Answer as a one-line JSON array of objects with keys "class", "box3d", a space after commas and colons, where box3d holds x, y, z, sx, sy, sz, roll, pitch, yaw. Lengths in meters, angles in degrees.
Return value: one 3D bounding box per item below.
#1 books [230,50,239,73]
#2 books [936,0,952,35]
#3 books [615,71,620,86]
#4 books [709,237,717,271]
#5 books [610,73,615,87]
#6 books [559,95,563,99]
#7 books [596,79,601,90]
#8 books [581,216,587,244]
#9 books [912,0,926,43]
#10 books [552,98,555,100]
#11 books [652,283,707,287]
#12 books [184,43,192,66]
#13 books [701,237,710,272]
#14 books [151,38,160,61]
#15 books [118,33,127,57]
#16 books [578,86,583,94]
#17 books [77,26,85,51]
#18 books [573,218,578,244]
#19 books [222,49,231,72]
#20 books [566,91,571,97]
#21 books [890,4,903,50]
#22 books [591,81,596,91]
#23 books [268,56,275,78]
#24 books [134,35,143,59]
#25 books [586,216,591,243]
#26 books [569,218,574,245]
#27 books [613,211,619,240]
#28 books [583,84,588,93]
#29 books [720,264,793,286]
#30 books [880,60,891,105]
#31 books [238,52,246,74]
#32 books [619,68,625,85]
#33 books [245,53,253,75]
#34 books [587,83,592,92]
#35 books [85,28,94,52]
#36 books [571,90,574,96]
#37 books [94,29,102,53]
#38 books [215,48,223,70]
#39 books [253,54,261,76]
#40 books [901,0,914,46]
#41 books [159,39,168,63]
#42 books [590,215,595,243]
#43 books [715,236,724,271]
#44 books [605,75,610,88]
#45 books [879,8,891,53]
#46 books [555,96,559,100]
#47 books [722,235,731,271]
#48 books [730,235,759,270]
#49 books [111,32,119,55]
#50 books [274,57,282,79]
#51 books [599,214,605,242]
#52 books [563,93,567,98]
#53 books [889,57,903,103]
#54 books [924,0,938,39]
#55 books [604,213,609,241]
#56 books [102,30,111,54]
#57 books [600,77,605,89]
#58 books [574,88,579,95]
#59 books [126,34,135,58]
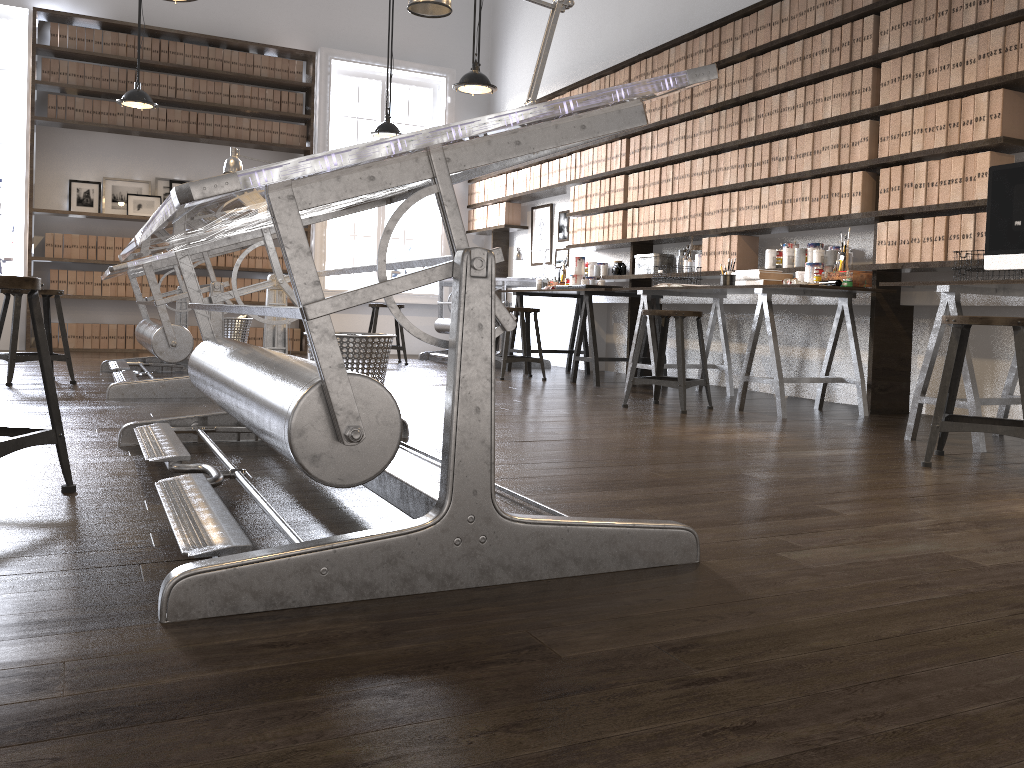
[{"class": "books", "box3d": [-2.707, -3.103, 8.604, 0.066, 0.225, 0.175, 1, 3, -26]}, {"class": "books", "box3d": [2.158, -1.795, 4.315, 0.174, 0.225, 0.067, 1, 2, -26]}, {"class": "books", "box3d": [0.896, -2.324, 6.943, 0.174, 0.225, 0.067, 1, 2, -26]}, {"class": "books", "box3d": [1.393, -0.853, 5.856, 0.174, 0.225, 0.067, 1, 2, -26]}, {"class": "books", "box3d": [0.864, -2.330, 7.005, 0.174, 0.225, 0.067, 1, 2, -26]}, {"class": "books", "box3d": [0.502, -2.402, 7.754, 0.174, 0.225, 0.067, 1, 2, -26]}, {"class": "books", "box3d": [0.768, -2.349, 7.192, 0.174, 0.225, 0.067, 1, 2, -26]}, {"class": "books", "box3d": [0.668, -1.271, 7.354, 0.174, 0.225, 0.067, 1, 2, -26]}, {"class": "books", "box3d": [2.100, -1.807, 4.442, 0.174, 0.225, 0.067, 1, 2, -26]}, {"class": "books", "box3d": [0.441, -2.415, 7.882, 0.174, 0.225, 0.067, 1, 2, -26]}, {"class": "books", "box3d": [1.057, -0.594, 5.392, 0.256, 0.029, 0.355, 0, 5, -26]}, {"class": "books", "box3d": [-3.087, -3.102, 8.419, 0.066, 0.225, 0.175, 1, 3, -26]}, {"class": "books", "box3d": [1.358, -0.859, 5.914, 0.174, 0.225, 0.067, 1, 2, -26]}, {"class": "books", "box3d": [-3.347, -3.101, 8.297, 0.066, 0.225, 0.175, 1, 3, -26]}, {"class": "books", "box3d": [-3.596, -3.099, 8.169, 0.067, 0.225, 0.175, 1, 3, -26]}, {"class": "books", "box3d": [0.646, -2.373, 7.446, 0.174, 0.225, 0.067, 1, 2, -26]}, {"class": "books", "box3d": [-3.907, -3.099, 8.025, 0.066, 0.225, 0.175, 1, 3, -26]}, {"class": "books", "box3d": [0.612, -1.283, 7.477, 0.174, 0.225, 0.067, 1, 2, -26]}, {"class": "books", "box3d": [-2.771, -3.103, 8.569, 0.066, 0.225, 0.175, 1, 3, -26]}, {"class": "books", "box3d": [0.557, -2.390, 7.627, 0.174, 0.225, 0.067, 1, 2, -26]}, {"class": "books", "box3d": [2.037, -1.819, 4.562, 0.174, 0.225, 0.067, 1, 2, -26]}, {"class": "books", "box3d": [0.739, -2.355, 7.258, 0.174, 0.225, 0.067, 1, 2, -26]}, {"class": "books", "box3d": [-2.397, -3.105, 8.756, 0.066, 0.225, 0.175, 1, 3, -26]}, {"class": "books", "box3d": [-3.474, -3.100, 8.234, 0.066, 0.225, 0.175, 1, 3, -26]}, {"class": "books", "box3d": [0.702, -1.265, 7.292, 0.174, 0.225, 0.067, 1, 2, -26]}, {"class": "books", "box3d": [0.579, -1.288, 7.535, 0.174, 0.225, 0.067, 1, 2, -26]}, {"class": "books", "box3d": [0.883, -1.229, 6.921, 0.174, 0.225, 0.067, 1, 2, -26]}, {"class": "books", "box3d": [0.680, -2.367, 7.385, 0.174, 0.225, 0.067, 1, 2, -26]}, {"class": "books", "box3d": [1.391, -0.616, 5.112, 0.385, 0.147, 0.295, 0, 4, -26]}, {"class": "books", "box3d": [2.009, -1.555, 4.616, 0.174, 0.225, 0.067, 1, 2, -26]}, {"class": "books", "box3d": [-2.646, -3.104, 8.638, 0.066, 0.225, 0.175, 1, 3, -26]}, {"class": "books", "box3d": [0.923, -2.318, 6.879, 0.174, 0.225, 0.067, 1, 2, -26]}, {"class": "books", "box3d": [-2.582, -3.104, 8.666, 0.066, 0.225, 0.175, 1, 3, -26]}, {"class": "books", "box3d": [0.712, -2.361, 7.323, 0.174, 0.225, 0.067, 1, 2, -26]}, {"class": "books", "box3d": [-3.843, -3.099, 8.054, 0.066, 0.225, 0.175, 1, 3, -26]}, {"class": "books", "box3d": [0.590, -2.385, 7.569, 0.174, 0.225, 0.067, 1, 2, -26]}, {"class": "books", "box3d": [-3.778, -3.099, 8.081, 0.067, 0.225, 0.175, 1, 3, -26]}, {"class": "books", "box3d": [-2.835, -3.102, 8.537, 0.067, 0.225, 0.175, 1, 3, -26]}, {"class": "books", "box3d": [-2.517, -3.104, 8.694, 0.067, 0.225, 0.175, 1, 3, -26]}, {"class": "books", "box3d": [2.068, -1.813, 4.496, 0.174, 0.225, 0.067, 1, 2, -26]}, {"class": "books", "box3d": [-3.277, -3.101, 8.325, 0.067, 0.225, 0.175, 1, 3, -26]}, {"class": "books", "box3d": [0.734, -1.259, 7.230, 0.174, 0.225, 0.067, 1, 2, -26]}, {"class": "books", "box3d": [1.424, -0.847, 5.792, 0.174, 0.225, 0.067, 1, 2, -26]}, {"class": "books", "box3d": [0.831, -2.337, 7.072, 0.174, 0.225, 0.067, 1, 2, -26]}, {"class": "books", "box3d": [2.008, -1.825, 4.628, 0.174, 0.225, 0.067, 1, 2, -26]}, {"class": "books", "box3d": [0.467, -2.408, 7.816, 0.174, 0.225, 0.067, 1, 2, -26]}, {"class": "books", "box3d": [1.451, -0.841, 5.727, 0.174, 0.225, 0.067, 1, 2, -26]}, {"class": "books", "box3d": [1.486, -0.834, 5.665, 0.174, 0.225, 0.067, 1, 2, -26]}, {"class": "books", "box3d": [-3.658, -3.099, 8.144, 0.066, 0.225, 0.175, 1, 3, -26]}, {"class": "books", "box3d": [-2.335, -3.104, 8.781, 0.067, 0.225, 0.175, 1, 3, -26]}, {"class": "books", "box3d": [0.789, -1.246, 7.099, 0.174, 0.225, 0.067, 1, 2, -26]}, {"class": "books", "box3d": [0.533, -2.396, 7.691, 0.174, 0.225, 0.067, 1, 2, -26]}, {"class": "books", "box3d": [2.033, -1.549, 4.557, 0.174, 0.225, 0.067, 1, 2, -26]}, {"class": "books", "box3d": [2.130, -1.802, 4.384, 0.174, 0.225, 0.067, 1, 2, -26]}, {"class": "books", "box3d": [0.821, -1.240, 7.034, 0.174, 0.225, 0.067, 1, 2, -26]}, {"class": "books", "box3d": [-3.714, -3.099, 8.115, 0.066, 0.225, 0.175, 1, 3, -26]}, {"class": "books", "box3d": [0.799, -2.342, 7.127, 0.174, 0.225, 0.067, 1, 2, -26]}, {"class": "books", "box3d": [0.616, -2.379, 7.512, 0.174, 0.225, 0.067, 1, 2, -26]}, {"class": "books", "box3d": [-3.538, -3.100, 8.203, 0.066, 0.225, 0.175, 1, 3, -26]}]
